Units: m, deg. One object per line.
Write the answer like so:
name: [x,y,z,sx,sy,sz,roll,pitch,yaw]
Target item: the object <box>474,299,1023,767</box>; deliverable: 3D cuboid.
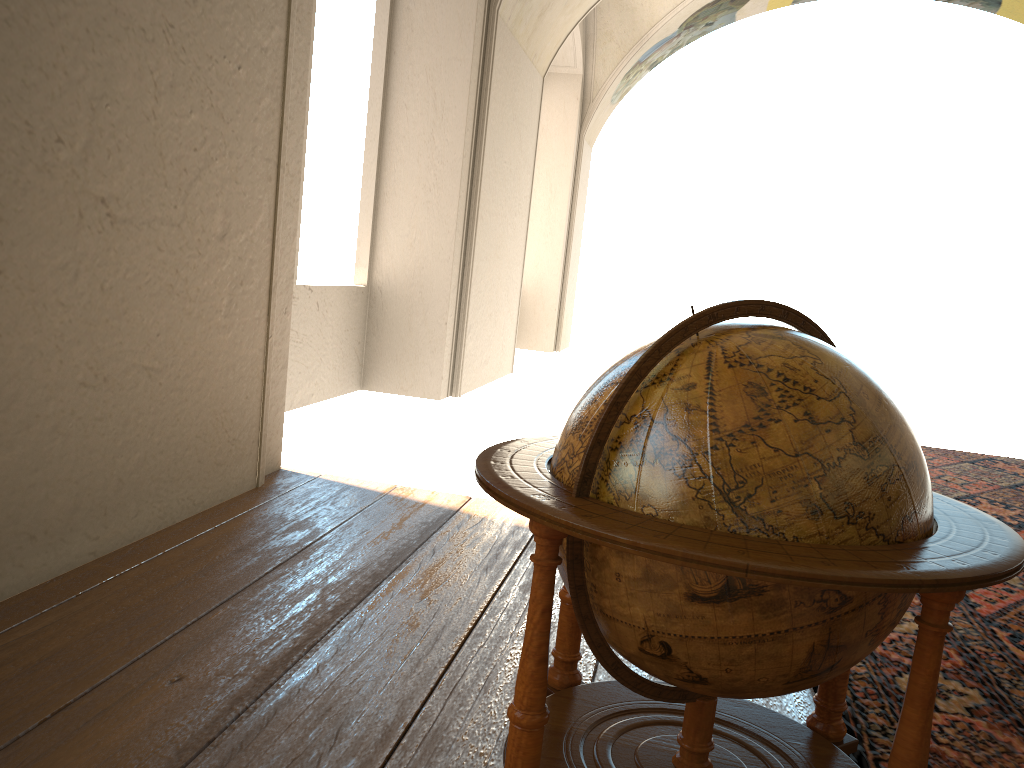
object: [0.519,0.512,2.230,1.279,1.452,1.275,-1,10,-41]
